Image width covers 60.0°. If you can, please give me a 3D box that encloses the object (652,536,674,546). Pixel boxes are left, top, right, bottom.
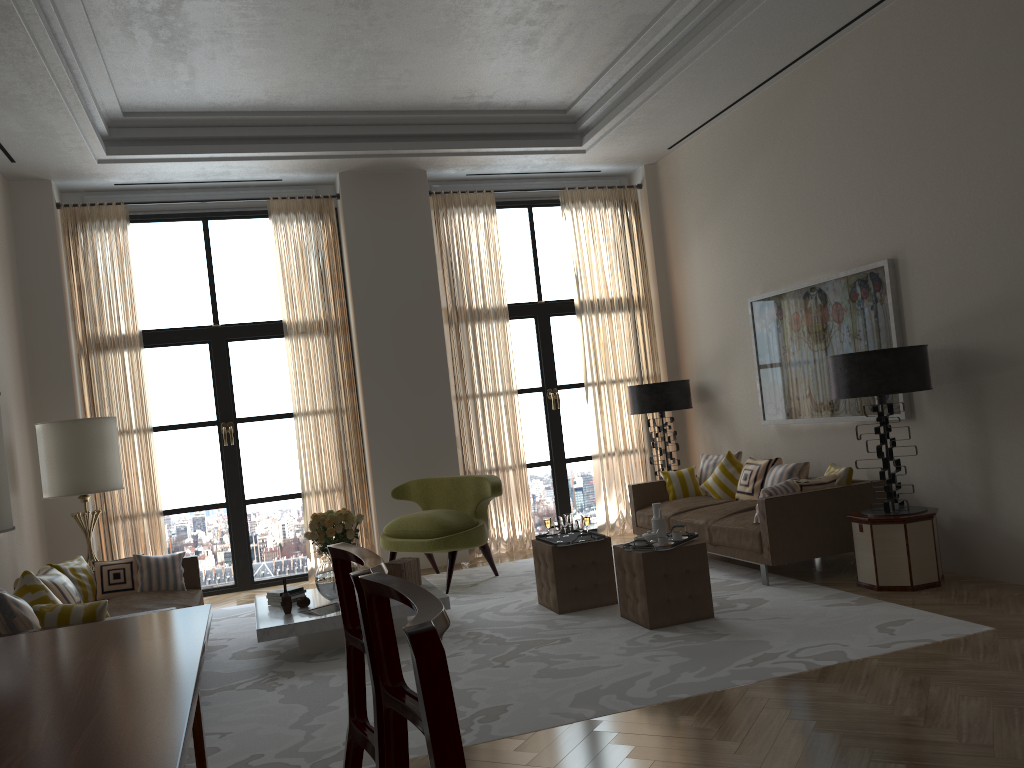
[{"bbox_3d":[1.227,1.278,7.199,0.176,0.067,0.176,-6,-2,-15],"label":"object"}]

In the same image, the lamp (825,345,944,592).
[{"bbox_3d":[3.267,0.716,7.689,0.829,2.018,0.830,-6,-1,-16],"label":"lamp"}]

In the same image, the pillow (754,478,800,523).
[{"bbox_3d":[2.497,1.124,8.392,0.497,0.428,0.327,-6,-1,-29],"label":"pillow"}]

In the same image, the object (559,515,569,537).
[{"bbox_3d":[0.499,1.345,8.373,0.098,0.191,0.098,-6,-1,-17],"label":"object"}]

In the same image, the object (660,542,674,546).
[{"bbox_3d":[1.228,1.298,7.132,0.187,0.015,0.041,-5,-2,-30],"label":"object"}]

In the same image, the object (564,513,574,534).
[{"bbox_3d":[0.555,1.343,8.504,0.098,0.191,0.098,-7,-1,30],"label":"object"}]

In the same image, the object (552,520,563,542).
[{"bbox_3d":[0.424,1.342,8.063,0.098,0.191,0.098,-6,-1,9],"label":"object"}]

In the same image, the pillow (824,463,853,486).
[{"bbox_3d":[3.143,1.032,8.647,0.296,0.475,0.515,-6,-1,4],"label":"pillow"}]

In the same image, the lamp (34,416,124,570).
[{"bbox_3d":[-4.396,1.499,9.185,0.769,2.254,0.766,-7,-1,36],"label":"lamp"}]

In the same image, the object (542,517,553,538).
[{"bbox_3d":[0.346,1.362,8.402,0.098,0.191,0.098,-6,-1,-34],"label":"object"}]

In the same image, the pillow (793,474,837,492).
[{"bbox_3d":[2.855,1.090,8.465,0.464,0.412,0.304,-6,-1,-19],"label":"pillow"}]

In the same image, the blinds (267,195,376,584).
[{"bbox_3d":[-2.390,0.078,11.193,0.873,4.873,0.418,-6,0,-14],"label":"blinds"}]

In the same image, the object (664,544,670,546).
[{"bbox_3d":[1.242,1.293,7.099,0.053,0.026,0.049,-6,-2,-15],"label":"object"}]

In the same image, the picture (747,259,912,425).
[{"bbox_3d":[3.200,-0.338,9.202,0.080,1.480,2.270,-6,-1,-19],"label":"picture"}]

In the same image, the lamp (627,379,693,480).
[{"bbox_3d":[2.048,0.990,11.737,0.829,2.018,0.830,-6,-1,-13],"label":"lamp"}]

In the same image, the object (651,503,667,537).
[{"bbox_3d":[1.246,1.171,7.558,0.113,0.305,0.125,-7,-1,20],"label":"object"}]

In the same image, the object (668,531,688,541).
[{"bbox_3d":[1.381,1.270,7.404,0.176,0.067,0.176,-6,-2,-18],"label":"object"}]

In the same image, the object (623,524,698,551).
[{"bbox_3d":[1.238,1.277,7.371,0.442,0.101,0.719,-8,-2,37],"label":"object"}]

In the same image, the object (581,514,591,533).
[{"bbox_3d":[0.698,1.319,8.278,0.098,0.191,0.098,-6,-1,9],"label":"object"}]

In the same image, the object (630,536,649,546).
[{"bbox_3d":[1.053,1.288,7.277,0.175,0.067,0.176,-5,-2,-41],"label":"object"}]

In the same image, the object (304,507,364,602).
[{"bbox_3d":[-1.548,1.531,7.950,0.539,0.821,0.628,-6,-1,-21],"label":"object"}]

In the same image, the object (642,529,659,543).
[{"bbox_3d":[1.155,1.277,7.433,0.176,0.105,0.136,-6,-1,-21],"label":"object"}]

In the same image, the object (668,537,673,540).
[{"bbox_3d":[1.346,1.297,7.460,0.041,0.015,0.187,-7,-2,24],"label":"object"}]

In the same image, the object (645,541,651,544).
[{"bbox_3d":[1.106,1.300,7.235,0.052,0.027,0.080,-7,-2,30],"label":"object"}]

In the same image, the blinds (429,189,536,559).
[{"bbox_3d":[-0.396,-0.122,11.808,0.959,4.873,0.419,-6,0,-15],"label":"blinds"}]

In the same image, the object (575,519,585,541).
[{"bbox_3d":[0.620,1.317,7.960,0.098,0.191,0.098,-6,-1,-17],"label":"object"}]

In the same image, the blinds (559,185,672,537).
[{"bbox_3d":[1.484,-0.311,12.383,1.241,4.873,0.419,-6,0,-15],"label":"blinds"}]

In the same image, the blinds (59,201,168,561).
[{"bbox_3d":[-4.665,0.312,10.496,0.780,4.885,0.420,-6,0,-15],"label":"blinds"}]

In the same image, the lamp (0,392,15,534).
[{"bbox_3d":[-3.046,1.196,4.725,0.769,2.254,0.766,-7,-1,39],"label":"lamp"}]

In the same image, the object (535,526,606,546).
[{"bbox_3d":[0.532,1.395,8.230,0.490,0.092,0.803,-6,-2,-17],"label":"object"}]

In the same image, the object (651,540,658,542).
[{"bbox_3d":[1.215,1.292,7.298,0.186,0.026,0.041,-6,-1,-9],"label":"object"}]
